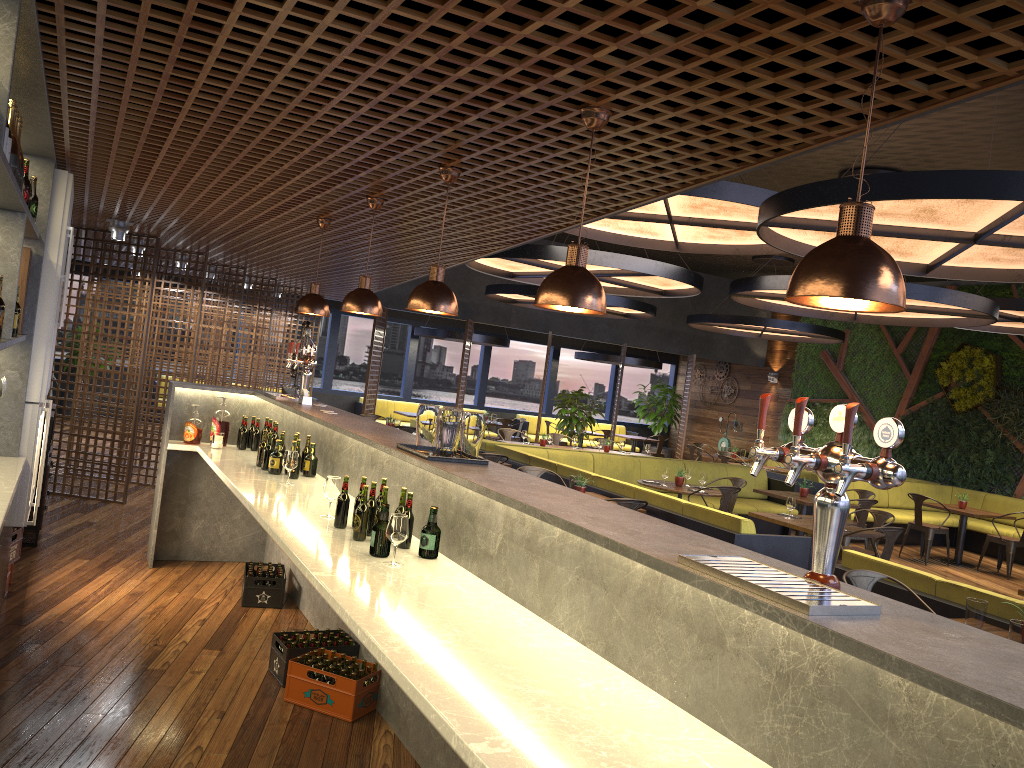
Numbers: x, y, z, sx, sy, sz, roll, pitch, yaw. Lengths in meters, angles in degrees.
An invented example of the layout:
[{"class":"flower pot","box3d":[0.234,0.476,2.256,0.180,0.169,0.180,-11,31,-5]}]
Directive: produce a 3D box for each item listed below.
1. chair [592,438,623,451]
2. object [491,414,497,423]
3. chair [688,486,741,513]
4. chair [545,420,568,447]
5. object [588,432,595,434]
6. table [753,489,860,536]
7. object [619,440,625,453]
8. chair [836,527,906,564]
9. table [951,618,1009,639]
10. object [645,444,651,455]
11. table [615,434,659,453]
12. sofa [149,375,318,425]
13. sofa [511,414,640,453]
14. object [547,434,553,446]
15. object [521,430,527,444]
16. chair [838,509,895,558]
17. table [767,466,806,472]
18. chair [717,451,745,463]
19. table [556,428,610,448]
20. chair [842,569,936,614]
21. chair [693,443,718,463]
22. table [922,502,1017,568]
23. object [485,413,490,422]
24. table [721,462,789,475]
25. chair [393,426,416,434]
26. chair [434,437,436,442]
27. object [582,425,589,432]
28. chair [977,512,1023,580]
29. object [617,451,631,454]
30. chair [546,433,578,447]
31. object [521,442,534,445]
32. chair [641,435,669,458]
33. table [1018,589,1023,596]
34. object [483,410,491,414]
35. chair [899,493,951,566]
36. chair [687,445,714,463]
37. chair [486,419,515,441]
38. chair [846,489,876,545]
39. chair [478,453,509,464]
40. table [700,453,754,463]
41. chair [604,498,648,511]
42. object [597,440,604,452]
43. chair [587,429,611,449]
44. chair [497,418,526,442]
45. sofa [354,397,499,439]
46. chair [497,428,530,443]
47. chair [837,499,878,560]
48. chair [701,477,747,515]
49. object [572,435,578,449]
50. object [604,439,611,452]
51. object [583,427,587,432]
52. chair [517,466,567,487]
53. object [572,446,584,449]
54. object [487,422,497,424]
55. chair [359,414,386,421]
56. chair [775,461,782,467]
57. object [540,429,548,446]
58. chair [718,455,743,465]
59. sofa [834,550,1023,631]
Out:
[{"class":"chair","box3d":[1.595,1.402,15.101,0.504,0.917,0.541,7,1,-26]},{"class":"object","box3d":[-0.382,0.714,18.471,0.102,0.178,0.102,7,1,-41]},{"class":"chair","box3d":[2.165,1.528,9.721,0.504,0.917,0.541,7,1,-26]},{"class":"chair","box3d":[0.928,1.275,19.285,0.541,0.917,0.504,7,1,-26]},{"class":"object","box3d":[1.699,1.061,19.232,0.255,0.019,0.157,7,1,-27]},{"class":"table","box3d":[3.593,1.783,11.006,0.887,0.763,0.906,7,1,-27]},{"class":"object","box3d":[1.802,1.028,14.511,0.097,0.206,0.097,8,1,19]},{"class":"chair","box3d":[3.156,1.676,7.915,0.504,0.917,0.541,7,1,-26]},{"class":"table","box3d":[2.348,1.683,4.421,0.906,0.763,0.887,7,1,-27]},{"class":"object","box3d":[2.193,1.081,14.329,0.097,0.206,0.097,8,1,19]},{"class":"table","box3d":[2.756,1.586,20.152,0.887,0.763,0.906,7,1,-27]},{"class":"sofa","box3d":[-5.455,0.458,17.504,3.061,0.914,0.966,7,1,-26]},{"class":"sofa","box3d":[1.533,1.341,21.000,3.061,0.914,0.966,7,1,-26]},{"class":"object","box3d":[0.577,0.877,13.521,0.097,0.206,0.097,8,1,19]},{"class":"object","box3d":[0.187,0.824,13.703,0.097,0.206,0.097,8,1,19]},{"class":"chair","box3d":[3.461,1.707,8.848,0.541,0.917,0.504,7,1,-26]},{"class":"table","box3d":[5.049,1.928,15.803,0.887,0.763,0.906,7,1,-27]},{"class":"chair","box3d":[3.937,1.701,16.004,0.504,0.917,0.541,7,1,-26]},{"class":"table","box3d":[1.512,1.429,19.533,0.906,0.763,0.887,7,1,-27]},{"class":"chair","box3d":[2.112,1.566,5.010,0.504,0.917,0.541,7,1,-26]},{"class":"chair","box3d":[3.891,1.676,17.958,0.504,0.917,0.541,7,1,-26]},{"class":"table","box3d":[6.259,2.120,12.340,0.887,0.763,0.906,7,1,-27]},{"class":"object","box3d":[-0.521,0.698,18.293,0.102,0.178,0.102,7,1,-41]},{"class":"table","box3d":[4.220,1.823,15.389,0.887,0.763,0.906,7,1,-27]},{"class":"chair","box3d":[-1.576,1.013,12.302,0.504,0.917,0.541,7,1,-26]},{"class":"chair","box3d":[-0.913,1.112,11.003,0.504,0.917,0.541,7,1,-26]},{"class":"object","box3d":[1.557,0.912,19.519,0.238,0.271,0.260,7,1,-5]},{"class":"chair","box3d":[6.581,2.088,11.709,0.504,0.917,0.541,7,1,-26]},{"class":"object","box3d":[1.857,1.128,14.672,0.157,0.019,0.255,7,1,-26]},{"class":"chair","box3d":[0.795,1.301,14.701,0.504,0.917,0.541,7,1,-26]},{"class":"object","box3d":[0.242,0.924,13.865,0.157,0.019,0.255,7,1,-26]},{"class":"chair","box3d":[3.131,1.561,19.554,0.504,0.917,0.541,7,1,-26]},{"class":"table","box3d":[4.093,1.896,6.013,0.887,0.763,0.906,7,1,-27]},{"class":"object","box3d":[-0.539,0.647,18.475,0.238,0.271,0.260,7,1,-5]},{"class":"chair","box3d":[5.621,1.959,12.036,0.541,0.917,0.504,7,1,-26]},{"class":"chair","box3d":[3.573,1.644,16.965,0.541,0.917,0.504,7,1,-26]},{"class":"chair","box3d":[-0.275,1.131,17.849,0.504,0.917,0.541,7,1,-26]},{"class":"chair","box3d":[4.260,1.788,11.271,0.541,0.917,0.504,7,1,-26]},{"class":"chair","box3d":[-0.366,1.195,9.886,0.504,0.917,0.541,7,1,-26]},{"class":"table","box3d":[4.259,1.810,17.292,0.887,0.763,0.906,7,1,-27]},{"class":"chair","box3d":[0.807,1.372,7.463,0.504,0.917,0.541,7,1,-26]},{"class":"object","box3d":[1.385,0.979,13.925,0.097,0.206,0.097,8,1,19]},{"class":"chair","box3d":[1.861,1.401,18.918,0.504,0.917,0.541,7,1,-26]},{"class":"chair","box3d":[-0.037,1.153,18.735,0.541,0.917,0.504,7,1,-26]},{"class":"sofa","box3d":[-1.835,0.916,19.315,3.061,0.914,0.966,7,1,-26]},{"class":"chair","box3d":[-0.011,1.199,14.298,0.504,0.917,0.541,7,1,-26]},{"class":"chair","box3d":[3.926,1.753,10.381,0.504,0.917,0.541,7,1,-26]},{"class":"chair","box3d":[2.451,1.558,10.556,0.541,0.917,0.504,7,1,-26]},{"class":"object","box3d":[0.994,0.926,14.107,0.097,0.206,0.097,8,1,19]},{"class":"object","box3d":[1.527,0.959,14.233,0.238,0.271,0.260,7,1,-5]},{"class":"object","box3d":[1.594,0.965,19.350,0.102,0.178,0.102,7,1,-41]},{"class":"chair","box3d":[0.260,1.289,8.578,0.504,0.917,0.541,7,1,-26]},{"class":"object","box3d":[1.050,1.026,14.269,0.157,0.019,0.255,7,1,-26]},{"class":"object","box3d":[-0.416,0.793,18.175,0.255,0.019,0.157,7,1,-27]},{"class":"chair","box3d":[-2.115,0.932,13.401,0.504,0.917,0.541,7,1,-26]},{"class":"chair","box3d":[4.709,1.798,16.390,0.504,0.917,0.541,7,1,-26]},{"class":"object","box3d":[0.483,0.827,13.711,0.238,0.271,0.260,7,1,-5]},{"class":"chair","box3d":[3.727,1.682,15.054,0.541,0.917,0.504,7,1,-26]},{"class":"sofa","box3d":[3.174,1.711,4.856,0.966,0.914,3.061,7,1,-26]}]
